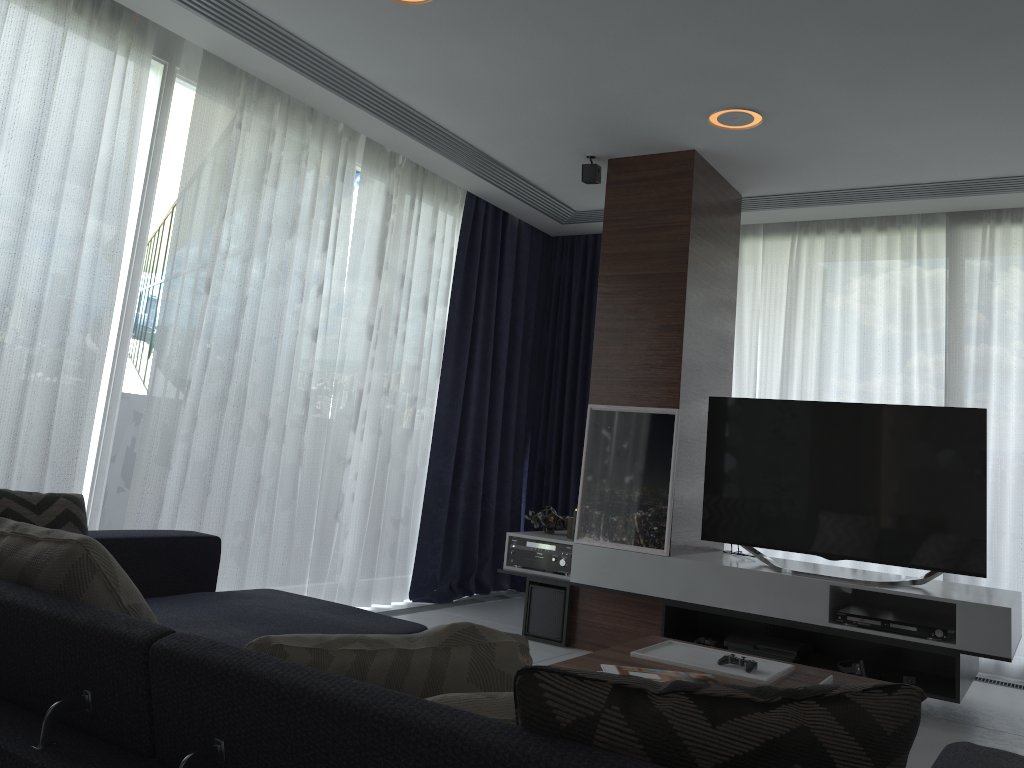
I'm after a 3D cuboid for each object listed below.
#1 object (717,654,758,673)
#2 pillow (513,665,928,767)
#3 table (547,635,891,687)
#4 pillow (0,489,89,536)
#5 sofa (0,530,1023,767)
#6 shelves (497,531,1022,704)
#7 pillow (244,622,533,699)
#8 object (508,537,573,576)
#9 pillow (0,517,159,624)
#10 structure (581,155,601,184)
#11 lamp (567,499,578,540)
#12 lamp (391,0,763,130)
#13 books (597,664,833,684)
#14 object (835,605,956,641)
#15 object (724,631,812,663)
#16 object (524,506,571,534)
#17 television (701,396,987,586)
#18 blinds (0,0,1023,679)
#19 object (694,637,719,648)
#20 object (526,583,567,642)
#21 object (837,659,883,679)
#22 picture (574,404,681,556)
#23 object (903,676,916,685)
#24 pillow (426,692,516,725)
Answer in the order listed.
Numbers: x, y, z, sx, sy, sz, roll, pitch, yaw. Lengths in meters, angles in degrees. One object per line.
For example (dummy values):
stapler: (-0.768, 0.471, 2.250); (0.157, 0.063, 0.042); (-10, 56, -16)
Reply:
object: (0.666, 0.815, 2.591); (0.112, 0.037, 0.070); (0, -8, 45)
pillow: (0.197, 0.486, 0.960); (0.415, 0.391, 0.218); (5, -9, 3)
table: (0.595, 0.984, 2.441); (0.800, 0.357, 0.795); (2, -7, 32)
pillow: (-1.440, 0.481, 2.633); (0.286, 0.349, 0.410); (-1, -9, 37)
sofa: (-0.395, 0.726, 2.060); (2.873, 0.616, 1.876); (2, -6, 32)
shelves: (1.141, 1.128, 4.358); (2.350, 0.506, 0.862); (2, -7, 32)
pillow: (-0.199, 0.505, 1.285); (0.417, 0.356, 0.277); (7, -8, -14)
object: (0.232, 0.917, 4.728); (0.369, 0.152, 0.364); (2, -7, 32)
pillow: (-0.806, 0.444, 1.601); (0.495, 0.393, 0.338); (1, -9, 32)
structure: (0.437, -1.167, 4.848); (0.084, 0.144, 0.113); (2, -9, 22)
lamp: (0.345, 0.716, 4.672); (0.077, 0.214, 0.151); (7, -8, -9)
lamp: (3.388, -1.255, 1.028); (9.596, 0.085, 5.275); (4, -5, 19)
books: (4.239, 1.165, 1.490); (8.244, 0.378, 0.399); (4, -7, 11)
object: (1.636, 1.017, 3.763); (0.430, 0.054, 0.331); (2, -6, 32)
object: (1.162, 1.190, 4.003); (0.314, 0.068, 0.310); (2, -6, 32)
object: (0.221, 0.756, 4.915); (0.310, 0.152, 0.136); (7, -8, -10)
television: (1.485, 0.478, 4.055); (1.230, 0.797, 0.293); (1, -10, 32)
blinds: (0.661, -0.254, 2.300); (5.797, 2.810, 7.051); (1, -7, 36)
object: (0.900, 1.187, 4.065); (0.112, 0.037, 0.070); (0, -8, 45)
object: (0.232, 1.167, 4.548); (0.213, 0.255, 0.251); (0, -9, 32)
object: (1.467, 1.194, 3.751); (0.116, 0.080, 0.183); (9, -7, -28)
picture: (0.569, 0.461, 4.386); (0.500, 0.710, 0.052); (0, -11, 32)
object: (1.614, 1.210, 3.586); (0.044, 0.044, 0.043); (1, -9, 32)
pillow: (0.055, 0.526, 1.155); (0.415, 0.298, 0.326); (6, -7, -5)
